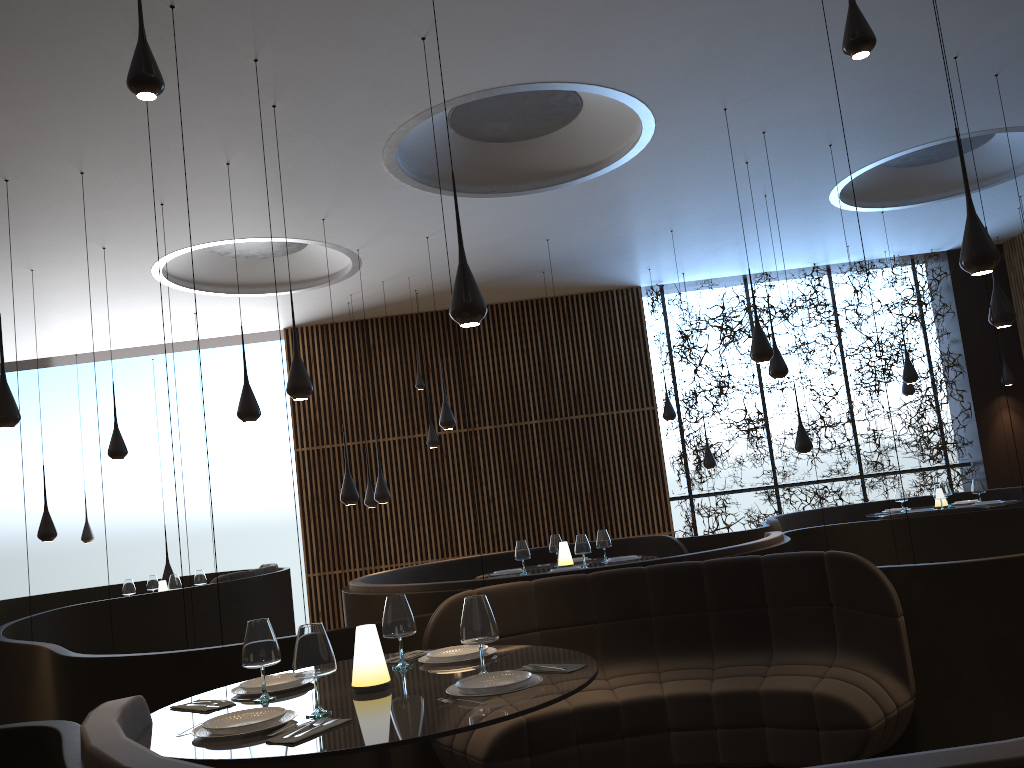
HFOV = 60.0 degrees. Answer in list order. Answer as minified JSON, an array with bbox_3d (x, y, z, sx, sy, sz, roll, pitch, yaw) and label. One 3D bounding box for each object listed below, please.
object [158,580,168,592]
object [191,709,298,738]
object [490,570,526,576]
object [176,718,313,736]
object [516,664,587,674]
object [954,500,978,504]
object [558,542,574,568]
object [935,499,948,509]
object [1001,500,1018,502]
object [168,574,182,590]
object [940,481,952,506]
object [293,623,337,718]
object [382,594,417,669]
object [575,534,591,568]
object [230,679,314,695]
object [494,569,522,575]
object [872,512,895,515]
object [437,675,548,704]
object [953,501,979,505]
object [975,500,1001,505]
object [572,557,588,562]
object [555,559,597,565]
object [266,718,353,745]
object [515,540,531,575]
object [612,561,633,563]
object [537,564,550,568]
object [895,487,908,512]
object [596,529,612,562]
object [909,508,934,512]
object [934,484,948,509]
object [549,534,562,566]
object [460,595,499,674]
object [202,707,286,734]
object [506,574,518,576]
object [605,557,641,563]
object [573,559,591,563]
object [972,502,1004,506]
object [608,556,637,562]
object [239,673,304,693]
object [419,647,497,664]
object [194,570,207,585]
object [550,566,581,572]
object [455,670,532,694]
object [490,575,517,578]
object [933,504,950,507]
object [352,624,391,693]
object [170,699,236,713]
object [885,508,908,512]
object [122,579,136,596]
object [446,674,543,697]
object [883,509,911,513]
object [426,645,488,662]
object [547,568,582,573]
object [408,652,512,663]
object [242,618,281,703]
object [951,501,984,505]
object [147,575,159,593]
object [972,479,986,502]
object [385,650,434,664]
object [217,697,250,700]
[{"bbox_3d":[-3.990,2.366,10.141,0.142,0.231,0.145,-9,-7,21],"label":"object"},{"bbox_3d":[-0.863,1.102,2.868,0.331,0.014,0.333,-4,-8,-18],"label":"object"},{"bbox_3d":[-0.034,1.722,8.065,0.331,0.014,0.333,-3,-9,-24],"label":"object"},{"bbox_3d":[-0.867,1.104,2.869,0.411,0.012,0.204,-10,-9,26],"label":"object"},{"bbox_3d":[0.135,1.044,3.248,0.262,0.017,0.126,-12,-10,36],"label":"object"},{"bbox_3d":[5.486,1.427,10.703,0.263,0.029,0.264,-6,-8,-8],"label":"object"},{"bbox_3d":[0.480,1.555,8.075,0.144,0.231,0.142,-9,-7,16],"label":"object"},{"bbox_3d":[5.034,1.344,10.420,0.144,0.231,0.143,-4,-7,-20],"label":"object"},{"bbox_3d":[5.648,1.354,10.182,0.126,0.017,0.263,-1,-9,-34],"label":"object"},{"bbox_3d":[-3.733,2.261,9.822,0.142,0.294,0.142,-7,-7,3],"label":"object"},{"bbox_3d":[5.240,1.329,10.711,0.142,0.294,0.142,-7,-7,0],"label":"object"},{"bbox_3d":[-0.657,0.951,2.952,0.142,0.294,0.142,-9,-7,18],"label":"object"},{"bbox_3d":[-0.470,1.031,3.697,0.142,0.294,0.142,-7,-7,-1],"label":"object"},{"bbox_3d":[0.616,1.455,7.689,0.142,0.294,0.142,-3,-8,-29],"label":"object"},{"bbox_3d":[-0.951,1.205,3.540,0.332,0.014,0.333,-7,-8,1],"label":"object"},{"bbox_3d":[-0.036,1.713,8.067,0.263,0.029,0.264,-9,-8,14],"label":"object"},{"bbox_3d":[4.428,1.556,10.608,0.126,0.017,0.263,-1,-10,-38],"label":"object"},{"bbox_3d":[-0.061,1.029,3.013,0.205,0.012,0.411,-11,-9,31],"label":"object"},{"bbox_3d":[5.487,1.437,10.702,0.332,0.014,0.333,-6,-8,-2],"label":"object"},{"bbox_3d":[5.386,1.346,10.030,0.263,0.029,0.264,-5,-8,-12],"label":"object"},{"bbox_3d":[0.604,1.708,8.581,0.263,0.029,0.264,-2,-9,-33],"label":"object"},{"bbox_3d":[0.610,1.719,8.580,0.410,0.012,0.205,-6,-8,-3],"label":"object"},{"bbox_3d":[-0.614,1.057,2.700,0.127,0.017,0.262,-11,-9,30],"label":"object"},{"bbox_3d":[0.097,1.546,7.903,0.142,0.294,0.142,-1,-8,-38],"label":"object"},{"bbox_3d":[1.005,1.596,8.031,0.204,0.012,0.412,-8,-8,7],"label":"object"},{"bbox_3d":[0.307,1.764,8.606,0.126,0.017,0.262,-7,-8,2],"label":"object"},{"bbox_3d":[4.640,1.379,10.563,0.142,0.294,0.142,-6,-7,-5],"label":"object"},{"bbox_3d":[0.854,1.503,8.237,0.142,0.294,0.142,-9,-7,21],"label":"object"},{"bbox_3d":[4.640,1.436,10.041,0.263,0.029,0.264,-7,-8,5],"label":"object"},{"bbox_3d":[4.856,1.282,10.044,0.142,0.294,0.142,-6,-7,-7],"label":"object"},{"bbox_3d":[0.426,1.579,8.428,0.142,0.294,0.142,-2,-8,-33],"label":"object"},{"bbox_3d":[-0.119,0.930,3.259,0.142,0.294,0.142,0,-9,-44],"label":"object"},{"bbox_3d":[-0.864,1.092,2.869,0.264,0.029,0.263,-13,-10,40],"label":"object"},{"bbox_3d":[-0.034,1.724,8.070,0.204,0.012,0.412,-7,-8,3],"label":"object"},{"bbox_3d":[1.005,1.596,8.036,0.332,0.014,0.332,-9,-8,18],"label":"object"},{"bbox_3d":[0.605,1.718,8.580,0.332,0.014,0.332,-8,-8,8],"label":"object"},{"bbox_3d":[5.387,1.356,10.029,0.331,0.014,0.333,-5,-8,-15],"label":"object"},{"bbox_3d":[1.003,1.586,8.037,0.263,0.029,0.264,-6,-8,-5],"label":"object"},{"bbox_3d":[-0.952,1.196,3.541,0.263,0.029,0.264,-7,-8,5],"label":"object"},{"bbox_3d":[-0.228,1.147,3.735,0.332,0.014,0.332,-12,-9,34],"label":"object"},{"bbox_3d":[-3.650,2.328,10.382,0.142,0.294,0.142,-3,-8,-32],"label":"object"},{"bbox_3d":[0.456,1.579,7.521,0.263,0.029,0.263,-9,-8,15],"label":"object"},{"bbox_3d":[-0.060,1.019,3.018,0.263,0.029,0.264,-5,-8,-15],"label":"object"},{"bbox_3d":[-0.094,1.696,7.770,0.262,0.017,0.127,-8,-8,7],"label":"object"},{"bbox_3d":[5.297,1.498,10.930,0.262,0.017,0.127,1,-11,-43],"label":"object"},{"bbox_3d":[-0.530,1.012,3.282,0.142,0.231,0.145,-3,-7,-26],"label":"object"},{"bbox_3d":[-1.159,1.206,3.321,0.262,0.017,0.126,-13,-10,39],"label":"object"},{"bbox_3d":[4.676,1.533,10.780,0.264,0.029,0.263,-12,-10,36],"label":"object"},{"bbox_3d":[-4.320,2.355,10.003,0.142,0.294,0.142,-6,-7,-3],"label":"object"},{"bbox_3d":[-0.059,1.028,3.017,0.331,0.014,0.333,-1,-9,-34],"label":"object"},{"bbox_3d":[4.677,1.543,10.779,0.332,0.014,0.333,-6,-8,-3],"label":"object"},{"bbox_3d":[-0.229,1.137,3.736,0.264,0.029,0.263,-13,-10,37],"label":"object"},{"bbox_3d":[0.457,1.589,7.520,0.332,0.014,0.332,-8,-8,9],"label":"object"},{"bbox_3d":[-0.223,1.147,3.733,0.411,0.012,0.204,-11,-9,30],"label":"object"},{"bbox_3d":[-0.939,1.035,3.326,0.142,0.294,0.142,-1,-9,-40],"label":"object"},{"bbox_3d":[5.491,1.437,10.699,0.412,0.012,0.204,-14,-10,41],"label":"object"},{"bbox_3d":[-4.237,2.409,10.468,0.142,0.294,0.142,-3,-7,-27],"label":"object"},{"bbox_3d":[5.407,1.249,10.273,0.142,0.294,0.142,-13,-9,43],"label":"object"},{"bbox_3d":[-0.462,1.207,3.919,0.127,0.017,0.262,-12,-9,34],"label":"object"},{"bbox_3d":[-0.949,1.207,3.544,0.205,0.012,0.411,-12,-10,35],"label":"object"}]
